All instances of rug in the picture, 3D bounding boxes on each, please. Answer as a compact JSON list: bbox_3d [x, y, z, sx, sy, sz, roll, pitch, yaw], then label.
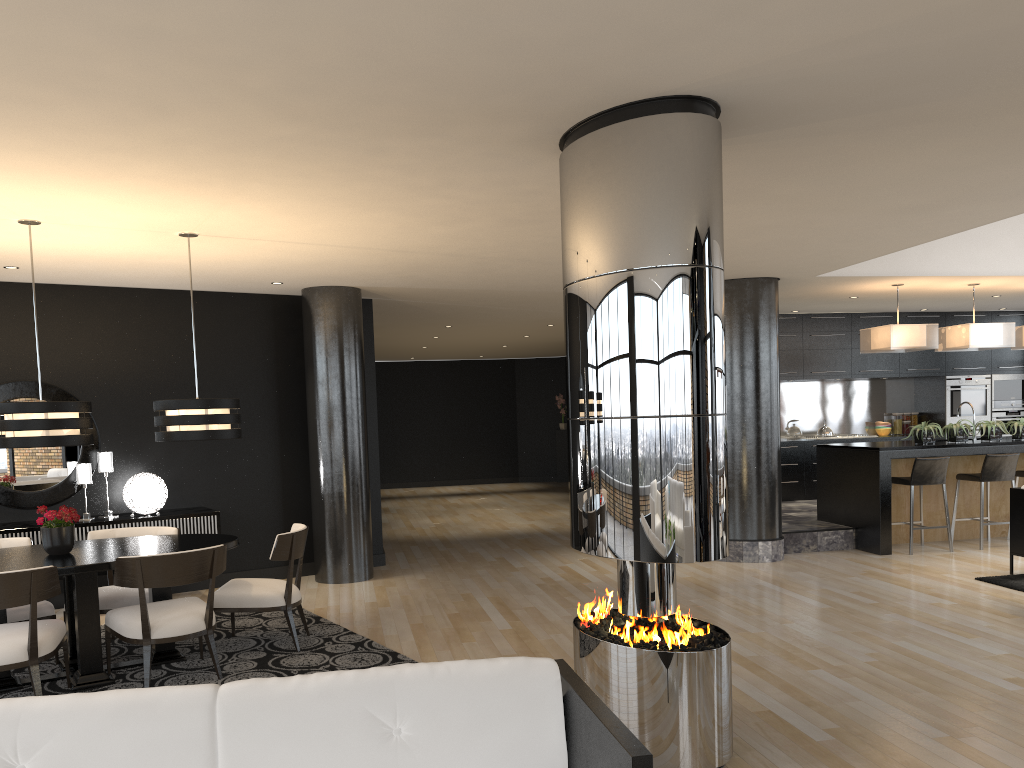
[{"bbox_3d":[-2.751,1.789,5.346,3.714,0.011,2.718,-1,-2,-33],"label":"rug"},{"bbox_3d":[5.603,1.548,6.458,3.031,0.012,2.479,-2,-2,-10],"label":"rug"}]

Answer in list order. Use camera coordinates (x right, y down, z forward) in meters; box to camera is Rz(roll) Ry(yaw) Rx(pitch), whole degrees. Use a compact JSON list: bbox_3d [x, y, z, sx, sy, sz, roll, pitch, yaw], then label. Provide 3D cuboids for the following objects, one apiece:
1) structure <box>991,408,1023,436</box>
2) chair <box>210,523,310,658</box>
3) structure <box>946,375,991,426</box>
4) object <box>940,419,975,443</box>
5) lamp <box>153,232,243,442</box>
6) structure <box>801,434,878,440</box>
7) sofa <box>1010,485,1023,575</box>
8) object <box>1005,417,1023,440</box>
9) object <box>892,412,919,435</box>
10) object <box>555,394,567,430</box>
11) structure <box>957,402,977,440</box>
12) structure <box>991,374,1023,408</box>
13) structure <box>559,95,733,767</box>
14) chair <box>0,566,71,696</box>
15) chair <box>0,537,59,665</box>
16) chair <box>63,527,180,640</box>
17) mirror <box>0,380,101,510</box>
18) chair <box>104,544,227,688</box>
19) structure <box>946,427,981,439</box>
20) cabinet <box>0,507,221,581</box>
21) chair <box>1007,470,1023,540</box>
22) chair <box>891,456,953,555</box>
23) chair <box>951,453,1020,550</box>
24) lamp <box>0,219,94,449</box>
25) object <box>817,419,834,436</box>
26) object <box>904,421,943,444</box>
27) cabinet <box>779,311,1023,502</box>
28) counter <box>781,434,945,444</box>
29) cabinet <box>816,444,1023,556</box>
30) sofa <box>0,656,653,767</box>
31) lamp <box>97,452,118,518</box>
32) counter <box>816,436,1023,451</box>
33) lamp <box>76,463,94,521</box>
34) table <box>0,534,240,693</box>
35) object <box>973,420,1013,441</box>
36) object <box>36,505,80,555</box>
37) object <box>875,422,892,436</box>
[{"bbox_3d":[7.089,0.563,12.495,0.677,0.447,0.070,-2,3,-11],"label":"structure"},{"bbox_3d":[-1.666,1.376,5.940,0.616,0.809,0.641,-2,1,-5],"label":"chair"},{"bbox_3d":[6.378,0.236,12.348,0.700,0.710,0.085,-2,3,-11],"label":"structure"},{"bbox_3d":[4.627,0.488,9.170,0.398,0.240,0.405,-2,-1,14],"label":"object"},{"bbox_3d":[-2.052,-0.301,5.699,0.534,1.334,0.535,-4,3,-34],"label":"lamp"},{"bbox_3d":[4.572,0.750,12.363,0.899,0.067,0.520,-2,-2,-11],"label":"structure"},{"bbox_3d":[5.338,1.190,7.339,2.030,0.807,0.837,-2,1,-11],"label":"sofa"},{"bbox_3d":[5.427,0.466,9.300,0.407,0.240,0.396,-2,-1,14],"label":"object"},{"bbox_3d":[5.717,0.575,12.823,0.365,0.317,0.113,-2,3,-11],"label":"object"},{"bbox_3d":[1.115,0.603,19.245,0.339,0.790,0.227,-1,3,18],"label":"object"},{"bbox_3d":[4.971,0.708,9.833,2.774,1.023,0.654,-2,2,-11],"label":"structure"},{"bbox_3d":[7.074,0.098,12.465,0.676,0.476,0.026,-2,3,-11],"label":"structure"},{"bbox_3d":[0.587,0.263,3.945,0.586,2.753,0.889,-3,3,-23],"label":"structure"},{"bbox_3d":[-2.746,1.370,4.724,0.641,0.809,0.615,-3,2,-23],"label":"chair"},{"bbox_3d":[-3.309,1.420,5.619,0.616,0.809,0.640,-1,2,42],"label":"chair"},{"bbox_3d":[-2.621,1.411,6.022,0.642,0.809,0.614,-2,1,-5],"label":"chair"},{"bbox_3d":[-3.998,0.504,7.317,1.073,1.082,0.025,-2,3,-33],"label":"mirror"},{"bbox_3d":[-2.041,1.364,5.223,0.641,0.809,0.616,-3,2,-40],"label":"chair"},{"bbox_3d":[6.402,0.958,12.392,0.700,0.710,0.085,-2,3,-11],"label":"structure"},{"bbox_3d":[-3.603,1.506,7.272,2.232,0.769,0.610,-1,1,-33],"label":"cabinet"},{"bbox_3d":[5.565,1.169,9.207,0.475,0.967,0.517,-2,2,-11],"label":"chair"},{"bbox_3d":[4.107,1.208,8.927,0.475,0.967,0.517,-2,2,-11],"label":"chair"},{"bbox_3d":[4.879,1.187,9.075,0.475,0.967,0.517,-2,2,-11],"label":"chair"},{"bbox_3d":[-2.805,-0.293,5.211,0.534,1.334,0.535,-4,3,-34],"label":"lamp"},{"bbox_3d":[4.336,0.605,12.230,0.221,0.231,0.221,-2,1,-18],"label":"object"},{"bbox_3d":[4.219,0.500,9.118,0.407,0.240,0.396,-2,-1,14],"label":"object"},{"bbox_3d":[4.560,0.316,12.332,5.723,2.537,0.725,-2,3,-11],"label":"cabinet"},{"bbox_3d":[4.570,0.774,12.383,2.859,0.034,0.730,-2,-2,-11],"label":"counter"},{"bbox_3d":[5.043,1.159,9.573,3.112,1.042,1.178,-2,0,-11],"label":"cabinet"},{"bbox_3d":[-0.745,1.216,2.180,2.030,0.807,0.837,-2,1,-11],"label":"sofa"},{"bbox_3d":[-3.410,0.846,7.427,0.132,0.552,0.124,-1,3,19],"label":"lamp"},{"bbox_3d":[5.025,0.623,9.540,3.112,0.032,1.179,-2,-2,-11],"label":"counter"},{"bbox_3d":[-3.522,0.888,7.285,0.124,0.467,0.131,-3,3,-11],"label":"lamp"},{"bbox_3d":[-2.704,1.408,5.345,2.102,0.771,1.209,-1,-1,-31],"label":"table"},{"bbox_3d":[5.057,0.487,9.228,0.407,0.218,0.397,-2,-1,14],"label":"object"},{"bbox_3d":[-2.719,0.873,5.295,0.237,0.299,0.228,-3,2,-31],"label":"object"},{"bbox_3d":[5.355,0.644,12.733,0.205,0.206,0.185,-2,1,-10],"label":"object"}]
